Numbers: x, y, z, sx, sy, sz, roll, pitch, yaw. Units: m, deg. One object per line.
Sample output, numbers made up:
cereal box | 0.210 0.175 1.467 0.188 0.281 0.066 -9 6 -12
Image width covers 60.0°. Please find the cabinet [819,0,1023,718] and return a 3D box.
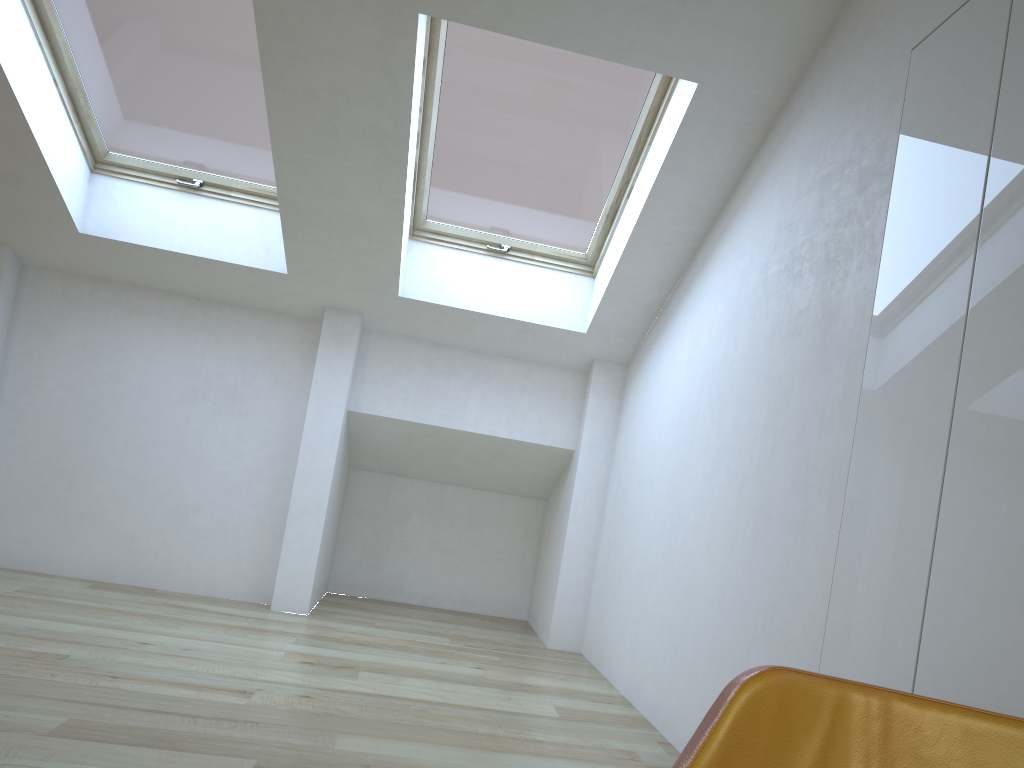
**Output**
cabinet | 1.026 0.083 1.559 0.126 2.232 1.729 10 -5 -5

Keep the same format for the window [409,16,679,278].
window | 0.070 -1.062 4.259 1.538 0.726 1.831 10 -7 -7

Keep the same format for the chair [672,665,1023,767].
chair | 0.293 0.608 0.547 0.656 0.719 0.719 7 -5 23

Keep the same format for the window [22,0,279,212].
window | -1.539 -1.362 3.994 1.538 0.726 1.831 10 -7 -7
